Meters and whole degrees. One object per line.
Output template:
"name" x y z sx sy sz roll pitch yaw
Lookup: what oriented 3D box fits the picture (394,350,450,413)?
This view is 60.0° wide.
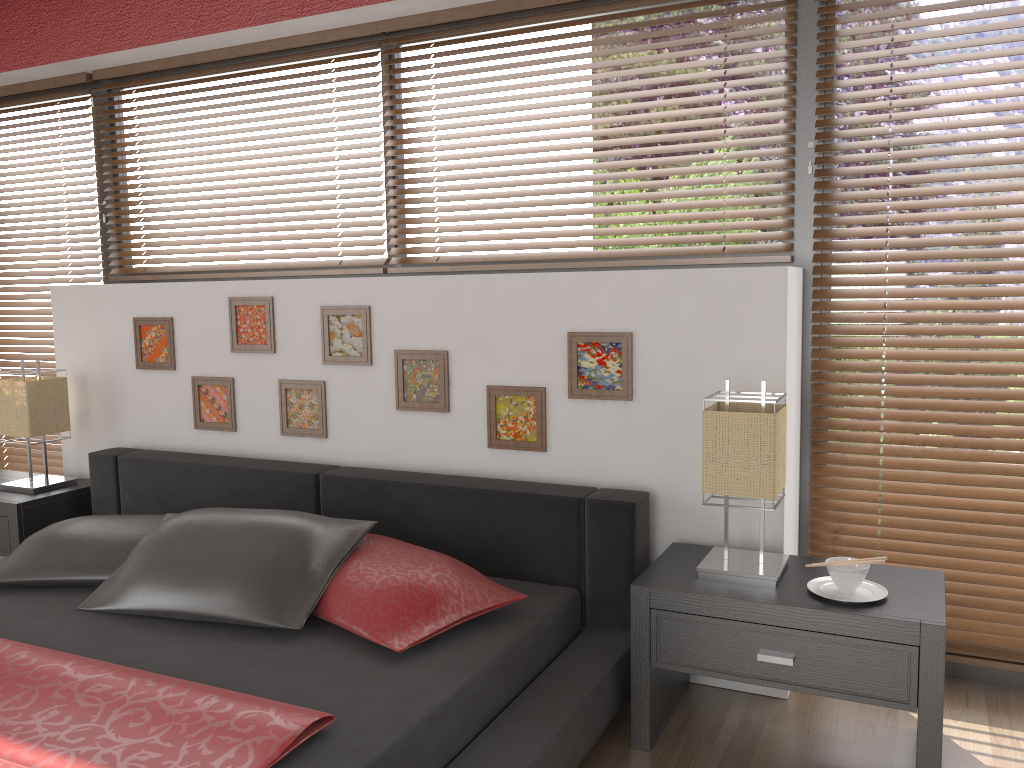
"picture" -0.294 -0.010 2.893 0.200 0.200 0.010 2 7 25

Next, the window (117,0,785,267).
"window" -0.427 -0.839 3.256 2.817 0.786 0.020 2 7 25

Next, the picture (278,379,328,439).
"picture" -0.735 0.087 3.115 0.200 0.200 0.010 2 7 25

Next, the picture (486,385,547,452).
"picture" 0.013 0.107 2.760 0.200 0.200 0.010 2 7 25

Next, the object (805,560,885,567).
"object" 0.780 0.420 2.077 0.192 0.007 0.007 -2 6 -5

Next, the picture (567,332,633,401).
"picture" 0.259 -0.053 2.624 0.200 0.200 0.010 2 7 25

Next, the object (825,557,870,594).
"object" 0.791 0.456 2.094 0.099 0.069 0.099 -6 8 -39

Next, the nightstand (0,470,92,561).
"nightstand" -1.995 0.607 3.503 0.700 0.423 0.413 2 7 25

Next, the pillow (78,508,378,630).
"pillow" -0.788 0.480 2.443 0.744 0.241 0.386 1 7 21

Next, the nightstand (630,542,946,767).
"nightstand" 0.694 0.695 2.230 0.700 0.423 0.413 2 7 25

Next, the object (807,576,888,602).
"object" 0.792 0.489 2.097 0.179 0.012 0.179 -6 8 -39

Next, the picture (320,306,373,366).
"picture" -0.562 -0.164 3.003 0.200 0.200 0.010 2 7 25

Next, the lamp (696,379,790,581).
"lamp" 0.595 0.229 2.268 0.200 0.480 0.200 2 7 25

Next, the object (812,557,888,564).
"object" 0.797 0.418 2.093 0.192 0.007 0.007 -2 6 -10

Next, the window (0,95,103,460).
"window" -2.182 -0.357 4.149 0.889 1.893 0.020 2 7 25

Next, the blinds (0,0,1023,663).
"blinds" -0.449 -0.256 3.257 4.840 1.952 0.032 2 7 25

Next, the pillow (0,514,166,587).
"pillow" -1.214 0.507 2.746 0.745 0.172 0.418 -1 6 1

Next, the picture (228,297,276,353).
"picture" -0.931 -0.211 3.174 0.200 0.200 0.010 2 7 25

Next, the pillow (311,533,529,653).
"pillow" -0.367 0.529 2.404 0.745 0.172 0.418 5 9 44

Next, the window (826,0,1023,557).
"window" 1.343 -0.241 2.480 0.889 1.893 0.020 2 7 25

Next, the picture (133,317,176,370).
"picture" -1.367 -0.154 3.389 0.200 0.200 0.010 2 7 25

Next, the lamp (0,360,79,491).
"lamp" -1.842 0.149 3.422 0.200 0.480 0.200 2 7 25

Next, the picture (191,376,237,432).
"picture" -1.106 0.073 3.291 0.200 0.200 0.010 2 7 25

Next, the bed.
"bed" -1.210 0.674 2.022 2.469 0.577 2.413 2 7 25
